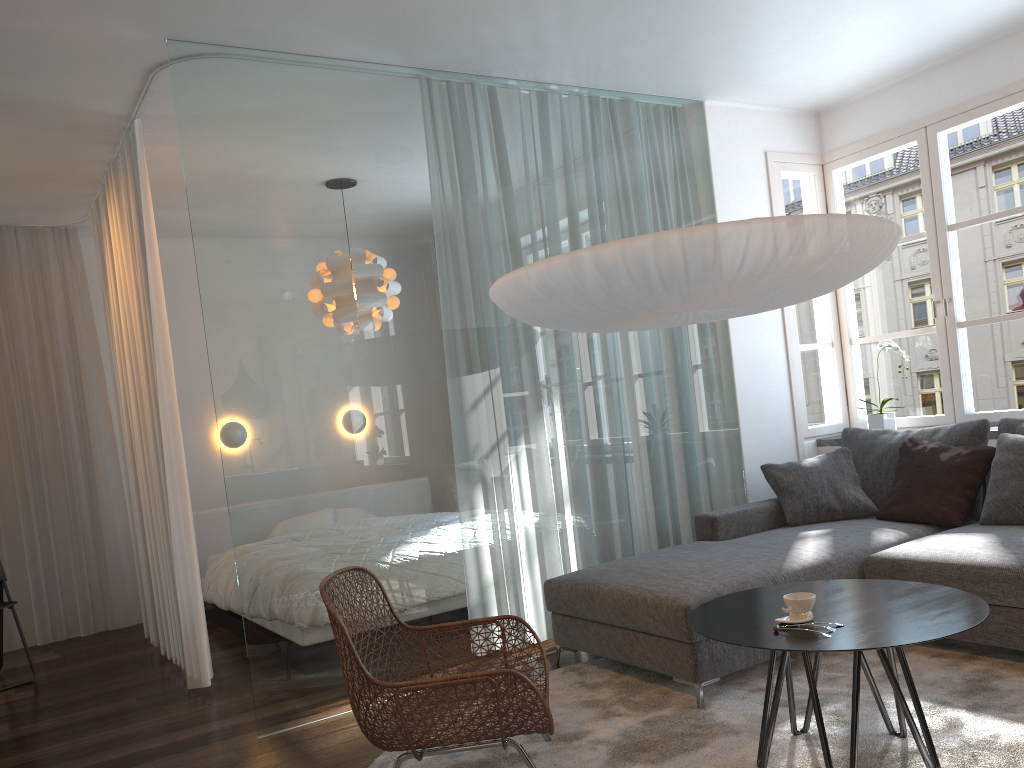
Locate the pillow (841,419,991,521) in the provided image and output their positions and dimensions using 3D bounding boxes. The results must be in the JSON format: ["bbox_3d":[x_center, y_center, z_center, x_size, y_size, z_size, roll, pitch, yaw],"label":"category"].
[{"bbox_3d":[2.002,0.447,4.519,0.274,0.478,0.839,-7,-1,-31],"label":"pillow"}]

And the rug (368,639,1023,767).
[{"bbox_3d":[0.864,1.164,2.737,2.849,0.012,2.824,-9,-3,38],"label":"rug"}]

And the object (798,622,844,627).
[{"bbox_3d":[0.873,0.678,2.497,0.124,0.010,0.026,-8,-2,25],"label":"object"}]

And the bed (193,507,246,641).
[{"bbox_3d":[-0.874,1.110,5.783,2.157,0.763,2.451,-6,-2,-32],"label":"bed"}]

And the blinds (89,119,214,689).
[{"bbox_3d":[-2.071,0.178,4.966,0.153,2.740,1.813,-8,1,-30],"label":"blinds"}]

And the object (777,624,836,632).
[{"bbox_3d":[0.820,0.681,2.475,0.164,0.016,0.025,-8,-2,33],"label":"object"}]

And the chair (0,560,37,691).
[{"bbox_3d":[-3.067,1.335,4.962,0.564,0.776,0.498,-6,1,38],"label":"chair"}]

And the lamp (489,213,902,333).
[{"bbox_3d":[0.654,-0.345,3.281,1.470,0.210,1.469,-7,-2,5],"label":"lamp"}]

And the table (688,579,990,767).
[{"bbox_3d":[0.986,0.914,2.668,0.843,0.473,0.850,-6,-1,-29],"label":"table"}]

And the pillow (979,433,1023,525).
[{"bbox_3d":[2.340,0.401,3.721,0.291,0.398,0.669,-7,-1,-32],"label":"pillow"}]

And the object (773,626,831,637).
[{"bbox_3d":[0.797,0.682,2.439,0.014,0.015,0.168,-7,-1,-45],"label":"object"}]

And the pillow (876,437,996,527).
[{"bbox_3d":[2.006,0.460,4.221,0.309,0.404,0.523,-7,0,-30],"label":"pillow"}]

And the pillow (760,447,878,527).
[{"bbox_3d":[1.595,0.537,4.621,0.516,0.360,0.346,-7,0,8],"label":"pillow"}]

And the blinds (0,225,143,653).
[{"bbox_3d":[-3.464,0.362,5.585,1.800,2.740,0.153,-7,2,-29],"label":"blinds"}]

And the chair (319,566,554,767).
[{"bbox_3d":[-0.226,0.937,2.880,0.685,0.711,0.717,-7,0,1],"label":"chair"}]

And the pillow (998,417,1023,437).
[{"bbox_3d":[2.465,0.363,3.783,0.275,0.475,0.842,-7,-1,-31],"label":"pillow"}]

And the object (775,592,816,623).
[{"bbox_3d":[0.823,0.657,2.582,0.138,0.069,0.092,-6,-1,-20],"label":"object"}]

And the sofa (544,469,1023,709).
[{"bbox_3d":[1.789,0.743,3.294,2.031,0.672,3.079,-6,-2,-32],"label":"sofa"}]
